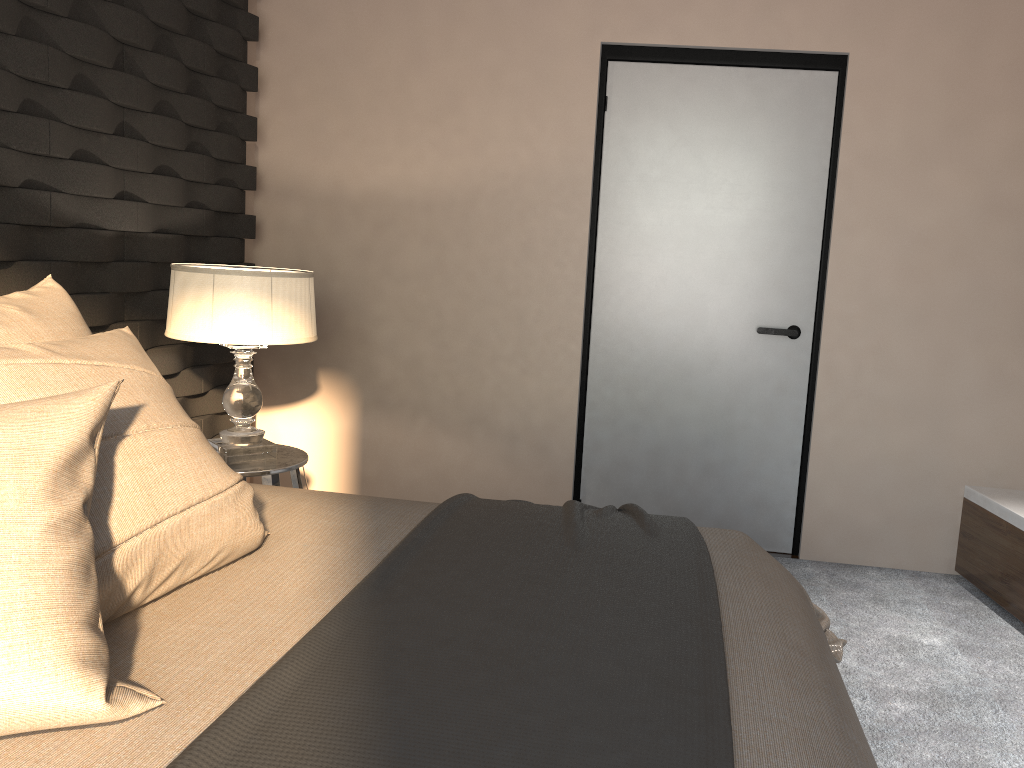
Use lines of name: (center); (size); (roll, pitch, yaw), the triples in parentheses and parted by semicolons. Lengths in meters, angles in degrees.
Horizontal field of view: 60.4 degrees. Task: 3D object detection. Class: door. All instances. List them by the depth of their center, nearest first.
door: (0.813, -0.335, 3.755); (0.989, 2.089, 0.156); (4, 7, 6)

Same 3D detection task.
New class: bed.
bed: (-0.441, 0.660, 1.442); (2.267, 0.623, 2.324); (5, 8, 8)

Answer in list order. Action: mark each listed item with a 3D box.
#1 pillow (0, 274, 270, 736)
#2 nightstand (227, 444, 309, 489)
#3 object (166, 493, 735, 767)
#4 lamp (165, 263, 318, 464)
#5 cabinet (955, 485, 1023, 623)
pillow: (-0.805, 0.084, 1.364); (0.886, 0.517, 1.280); (5, 8, 10)
nightstand: (-0.937, 0.476, 2.978); (0.655, 0.471, 0.588); (-4, 11, -43)
object: (0.016, 0.521, 1.380); (0.611, 0.321, 2.081); (5, 8, 10)
lamp: (-0.890, -0.068, 2.914); (0.488, 0.629, 0.444); (-1, 9, -30)
cabinet: (2.008, 0.942, 1.442); (0.452, 0.369, 4.559); (4, 8, 2)
